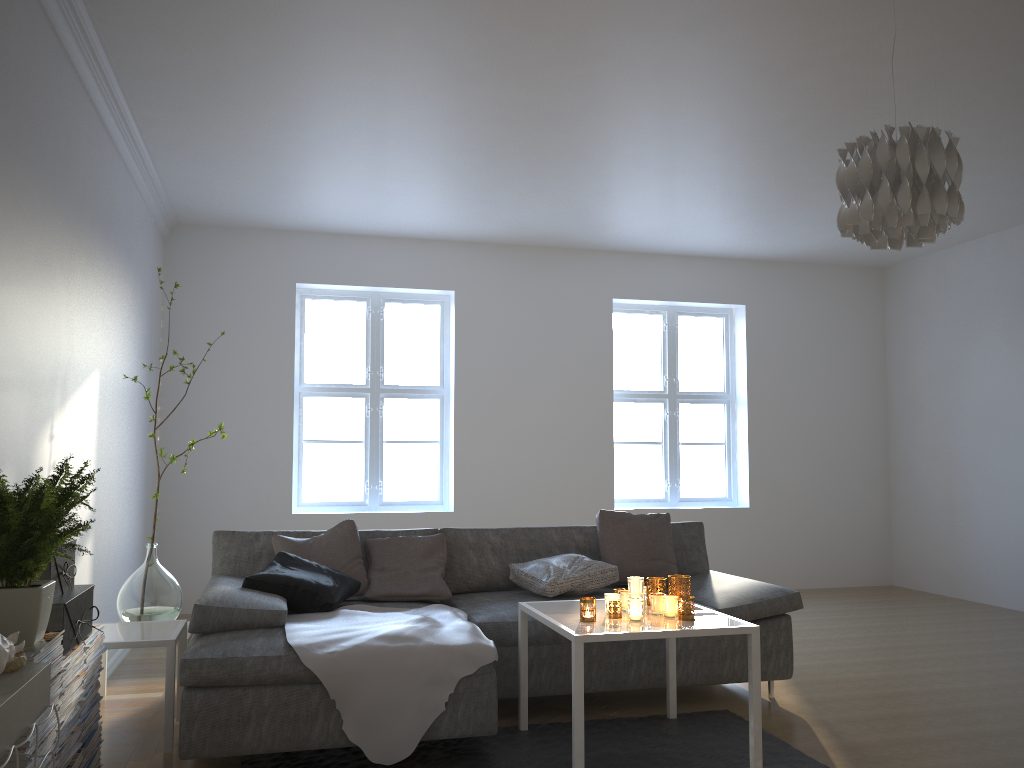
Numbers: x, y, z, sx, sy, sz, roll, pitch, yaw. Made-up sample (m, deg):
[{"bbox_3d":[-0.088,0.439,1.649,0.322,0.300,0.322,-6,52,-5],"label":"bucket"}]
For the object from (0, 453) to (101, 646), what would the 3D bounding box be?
[{"bbox_3d":[-1.308,0.446,2.365,0.368,0.526,0.438,1,-5,-14],"label":"object"}]

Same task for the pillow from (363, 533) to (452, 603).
[{"bbox_3d":[-0.502,0.881,4.239,0.414,0.311,0.337,1,-5,-9],"label":"pillow"}]

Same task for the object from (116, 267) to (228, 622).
[{"bbox_3d":[-1.464,0.261,3.930,0.776,1.672,0.340,-3,-5,35],"label":"object"}]

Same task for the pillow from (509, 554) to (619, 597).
[{"bbox_3d":[0.251,0.928,4.276,0.404,0.194,0.406,3,-5,-28],"label":"pillow"}]

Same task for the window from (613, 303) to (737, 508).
[{"bbox_3d":[1.342,0.187,7.551,1.201,1.707,0.077,1,-4,-15],"label":"window"}]

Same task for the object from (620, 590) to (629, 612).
[{"bbox_3d":[0.443,0.829,3.388,0.060,0.073,0.060,-1,-5,10],"label":"object"}]

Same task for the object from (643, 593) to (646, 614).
[{"bbox_3d":[0.472,0.824,3.328,0.060,0.073,0.060,-3,-5,31],"label":"object"}]

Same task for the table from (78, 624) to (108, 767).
[{"bbox_3d":[-1.497,1.077,2.917,0.246,0.498,0.327,1,-5,-14],"label":"table"}]

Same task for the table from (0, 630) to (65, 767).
[{"bbox_3d":[-1.341,0.975,2.319,0.246,0.596,0.321,1,-4,-14],"label":"table"}]

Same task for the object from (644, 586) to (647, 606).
[{"bbox_3d":[0.502,0.839,3.503,0.060,0.073,0.060,-3,-6,37],"label":"object"}]

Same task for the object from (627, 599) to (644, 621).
[{"bbox_3d":[0.445,0.811,3.186,0.060,0.073,0.060,3,-5,-34],"label":"object"}]

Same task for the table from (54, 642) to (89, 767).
[{"bbox_3d":[-1.418,1.050,2.614,0.246,0.498,0.327,1,-5,-14],"label":"table"}]

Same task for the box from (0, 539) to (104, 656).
[{"bbox_3d":[-1.446,0.654,2.755,0.298,0.315,0.420,1,-5,-14],"label":"box"}]

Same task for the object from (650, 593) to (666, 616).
[{"bbox_3d":[0.544,0.822,3.304,0.060,0.073,0.060,2,-5,-26],"label":"object"}]

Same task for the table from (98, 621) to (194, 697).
[{"bbox_3d":[-1.638,1.259,3.925,0.423,0.319,0.437,1,-5,-14],"label":"table"}]

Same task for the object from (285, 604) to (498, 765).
[{"bbox_3d":[-0.501,1.120,3.401,0.812,0.436,0.726,1,-5,-16],"label":"object"}]

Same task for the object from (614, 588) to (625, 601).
[{"bbox_3d":[0.419,0.841,3.484,0.054,0.068,0.047,-3,-5,36],"label":"object"}]

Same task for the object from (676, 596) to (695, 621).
[{"bbox_3d":[0.630,0.809,3.200,0.060,0.079,0.060,2,-5,-24],"label":"object"}]

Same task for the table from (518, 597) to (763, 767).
[{"bbox_3d":[0.442,1.112,3.311,0.674,0.504,0.716,1,-5,-14],"label":"table"}]

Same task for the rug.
[{"bbox_3d":[0.227,1.288,2.560,2.015,0.055,2.114,1,-5,-15],"label":"rug"}]

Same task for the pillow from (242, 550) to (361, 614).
[{"bbox_3d":[-0.898,0.863,3.830,0.401,0.248,0.421,0,-5,6],"label":"pillow"}]

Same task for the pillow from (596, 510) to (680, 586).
[{"bbox_3d":[0.651,0.849,4.597,0.426,0.389,0.242,1,-5,-14],"label":"pillow"}]

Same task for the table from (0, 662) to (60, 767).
[{"bbox_3d":[-1.197,0.951,1.911,0.299,0.575,0.554,1,-5,-14],"label":"table"}]

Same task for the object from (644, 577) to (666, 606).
[{"bbox_3d":[0.574,0.825,3.521,0.080,0.104,0.080,2,-5,-24],"label":"object"}]

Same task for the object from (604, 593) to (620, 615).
[{"bbox_3d":[0.375,0.822,3.311,0.060,0.073,0.060,-1,-5,10],"label":"object"}]

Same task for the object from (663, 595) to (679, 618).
[{"bbox_3d":[0.583,0.817,3.252,0.060,0.073,0.060,2,-5,-26],"label":"object"}]

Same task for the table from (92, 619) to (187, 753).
[{"bbox_3d":[-1.512,1.170,3.442,0.423,0.411,0.437,1,-5,-14],"label":"table"}]

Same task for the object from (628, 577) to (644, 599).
[{"bbox_3d":[0.450,0.741,3.222,0.060,0.073,0.060,0,-4,1],"label":"object"}]

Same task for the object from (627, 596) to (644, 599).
[{"bbox_3d":[0.453,0.817,3.252,0.060,0.073,0.060,3,-5,-34],"label":"object"}]

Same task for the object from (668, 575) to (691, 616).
[{"bbox_3d":[0.628,0.789,3.312,0.087,0.139,0.090,4,-6,-44],"label":"object"}]

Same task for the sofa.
[{"bbox_3d":[-0.024,1.064,3.983,2.632,0.771,1.556,1,-5,-14],"label":"sofa"}]

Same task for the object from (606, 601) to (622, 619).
[{"bbox_3d":[0.376,0.823,3.233,0.052,0.058,0.050,-4,-6,45],"label":"object"}]

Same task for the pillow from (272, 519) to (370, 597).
[{"bbox_3d":[-0.900,0.848,4.196,0.430,0.402,0.324,2,-5,-27],"label":"pillow"}]

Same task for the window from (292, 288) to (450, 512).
[{"bbox_3d":[-1.087,0.132,6.923,1.201,1.707,0.077,1,-4,-15],"label":"window"}]

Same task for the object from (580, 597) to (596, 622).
[{"bbox_3d":[0.272,0.807,3.173,0.060,0.079,0.060,2,-5,-20],"label":"object"}]

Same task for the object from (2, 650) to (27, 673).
[{"bbox_3d":[-1.208,0.657,2.104,0.099,0.046,0.104,-3,-6,32],"label":"object"}]

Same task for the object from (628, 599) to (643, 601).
[{"bbox_3d":[0.445,0.809,3.186,0.056,0.066,0.056,-3,-6,37],"label":"object"}]

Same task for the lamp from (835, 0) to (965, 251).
[{"bbox_3d":[1.171,-0.953,2.714,0.355,1.064,0.354,-2,-5,28],"label":"lamp"}]

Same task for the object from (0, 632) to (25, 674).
[{"bbox_3d":[-1.169,0.586,1.877,0.137,0.150,0.311,-1,-5,15],"label":"object"}]
